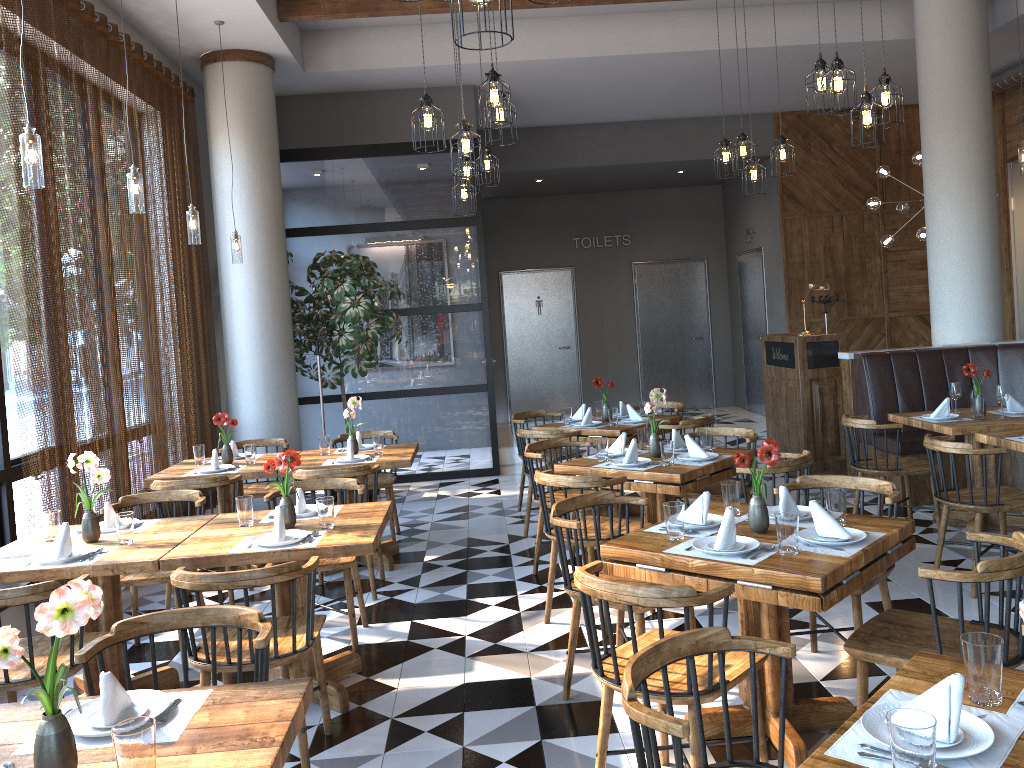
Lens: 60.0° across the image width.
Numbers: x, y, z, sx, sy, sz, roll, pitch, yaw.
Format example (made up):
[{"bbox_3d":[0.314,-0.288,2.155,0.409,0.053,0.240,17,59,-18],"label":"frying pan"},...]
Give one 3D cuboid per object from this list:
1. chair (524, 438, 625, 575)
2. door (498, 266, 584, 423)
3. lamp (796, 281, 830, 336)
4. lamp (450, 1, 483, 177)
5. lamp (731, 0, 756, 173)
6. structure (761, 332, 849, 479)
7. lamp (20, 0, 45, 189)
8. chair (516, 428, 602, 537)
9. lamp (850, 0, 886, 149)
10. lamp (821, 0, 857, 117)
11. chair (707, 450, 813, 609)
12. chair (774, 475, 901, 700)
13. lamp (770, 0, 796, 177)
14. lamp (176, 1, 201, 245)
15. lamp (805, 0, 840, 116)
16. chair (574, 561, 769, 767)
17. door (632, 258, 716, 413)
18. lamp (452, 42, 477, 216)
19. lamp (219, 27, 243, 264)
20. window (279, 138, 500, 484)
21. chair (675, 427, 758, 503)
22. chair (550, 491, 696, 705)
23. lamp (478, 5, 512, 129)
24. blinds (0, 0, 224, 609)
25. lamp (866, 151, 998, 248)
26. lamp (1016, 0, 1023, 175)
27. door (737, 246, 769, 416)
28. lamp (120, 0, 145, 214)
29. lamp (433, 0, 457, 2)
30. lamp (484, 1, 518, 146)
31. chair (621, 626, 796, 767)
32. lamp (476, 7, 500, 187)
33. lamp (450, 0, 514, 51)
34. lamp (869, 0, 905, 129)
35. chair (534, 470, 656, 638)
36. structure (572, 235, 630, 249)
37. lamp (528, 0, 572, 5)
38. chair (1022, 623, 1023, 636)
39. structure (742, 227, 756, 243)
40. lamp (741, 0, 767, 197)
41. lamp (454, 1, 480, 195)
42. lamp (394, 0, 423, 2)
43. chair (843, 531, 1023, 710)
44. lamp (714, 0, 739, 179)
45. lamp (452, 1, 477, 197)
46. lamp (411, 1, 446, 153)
[{"bbox_3d":[0.389,0.782,5.619,0.549,0.816,0.520,-2,3,43],"label":"chair"},{"bbox_3d":[0.467,-0.619,13.947,1.207,2.391,0.114,-4,2,-2],"label":"door"},{"bbox_3d":[2.752,-0.557,8.090,0.446,0.755,0.170,-5,2,-27],"label":"lamp"},{"bbox_3d":[-0.322,-2.220,4.992,0.175,2.068,0.175,-4,2,-8],"label":"lamp"},{"bbox_3d":[1.809,-2.752,7.130,0.175,2.068,0.175,-2,2,41],"label":"lamp"},{"bbox_3d":[2.850,0.170,8.388,0.645,1.298,1.047,-4,3,-2],"label":"structure"},{"bbox_3d":[-2.077,-1.806,3.698,0.078,1.961,0.078,-4,2,5],"label":"lamp"},{"bbox_3d":[0.346,0.714,6.598,0.519,0.816,0.551,-2,3,43],"label":"chair"},{"bbox_3d":[1.944,-2.374,4.972,0.175,2.068,0.175,-5,2,-19],"label":"lamp"},{"bbox_3d":[1.742,-2.527,4.866,0.175,2.068,0.175,-5,2,-30],"label":"lamp"},{"bbox_3d":[1.338,0.780,4.747,0.549,0.816,0.520,-2,3,43],"label":"chair"},{"bbox_3d":[1.380,0.845,3.800,0.519,0.816,0.551,-2,3,43],"label":"chair"},{"bbox_3d":[2.030,-2.645,6.822,0.175,2.068,0.175,-4,2,8],"label":"lamp"},{"bbox_3d":[-2.168,-1.904,5.842,0.078,1.961,0.078,-4,2,-16],"label":"lamp"},{"bbox_3d":[1.723,-2.598,5.072,0.175,2.068,0.175,-5,2,-19],"label":"lamp"},{"bbox_3d":[0.511,0.974,2.852,0.519,0.816,0.551,-2,3,43],"label":"chair"},{"bbox_3d":[2.574,-0.769,14.037,1.207,2.391,0.114,-4,2,-2],"label":"door"},{"bbox_3d":[-0.430,-2.347,6.847,0.175,2.068,0.175,-4,2,10],"label":"lamp"},{"bbox_3d":[-2.210,-1.919,6.894,0.078,1.961,0.078,-3,2,30],"label":"lamp"},{"bbox_3d":[-1.600,-0.770,10.283,2.728,3.544,2.189,-4,2,-2],"label":"window"},{"bbox_3d":[1.298,0.717,5.658,0.519,0.816,0.551,-2,3,43],"label":"chair"},{"bbox_3d":[0.471,0.910,3.762,0.549,0.816,0.520,-2,3,43],"label":"chair"},{"bbox_3d":[-0.157,-2.452,4.839,0.175,2.068,0.175,-4,2,-8],"label":"lamp"},{"bbox_3d":[-2.525,-0.521,4.119,0.160,3.575,7.279,-4,4,-2],"label":"blinds"},{"bbox_3d":[4.538,-2.371,9.612,1.163,2.189,1.185,-6,3,-41],"label":"lamp"},{"bbox_3d":[3.973,-2.627,6.946,0.078,1.961,0.078,-3,2,30],"label":"lamp"},{"bbox_3d":[3.512,-0.751,12.892,0.114,2.391,1.208,-4,2,-2],"label":"door"},{"bbox_3d":[-2.130,-1.920,4.853,0.078,1.961,0.078,-4,2,-13],"label":"lamp"},{"bbox_3d":[-0.275,-2.299,2.836,0.175,2.068,0.175,-3,2,17],"label":"lamp"},{"bbox_3d":[-0.128,-2.412,5.048,0.175,2.068,0.175,-5,2,-19],"label":"lamp"},{"bbox_3d":[0.551,1.035,1.965,0.549,0.816,0.520,-2,3,43],"label":"chair"},{"bbox_3d":[-0.252,-2.599,6.966,0.175,2.068,0.175,-4,2,10],"label":"lamp"},{"bbox_3d":[-0.156,-2.061,2.636,0.175,2.068,0.175,-3,2,17],"label":"lamp"},{"bbox_3d":[2.106,-2.526,5.108,0.175,2.068,0.175,-3,2,38],"label":"lamp"},{"bbox_3d":[0.429,0.845,4.709,0.519,0.816,0.551,-2,3,43],"label":"chair"},{"bbox_3d":[1.407,-2.241,13.955,0.916,0.166,0.035,-4,2,-2],"label":"structure"},{"bbox_3d":[0.056,-2.208,2.645,0.175,2.068,0.175,-4,2,-17],"label":"lamp"},{"bbox_3d":[1.460,0.970,2.003,0.519,0.816,0.551,-2,3,43],"label":"chair"},{"bbox_3d":[3.435,-2.148,12.807,0.025,0.196,0.566,-4,4,-2],"label":"structure"},{"bbox_3d":[1.833,-2.506,6.905,0.175,2.068,0.175,-2,2,41],"label":"lamp"},{"bbox_3d":[-0.400,-2.464,6.625,0.175,2.068,0.175,-5,2,-23],"label":"lamp"},{"bbox_3d":[-0.381,-2.222,2.660,0.175,2.068,0.175,-4,2,6],"label":"lamp"},{"bbox_3d":[1.420,0.909,2.890,0.549,0.816,0.520,-2,3,43],"label":"chair"},{"bbox_3d":[1.640,-2.676,7.016,0.175,2.068,0.175,-3,2,30],"label":"lamp"},{"bbox_3d":[-0.436,-2.537,7.057,0.175,2.068,0.175,-4,2,-1],"label":"lamp"},{"bbox_3d":[-0.526,-2.330,4.884,0.175,2.068,0.175,-5,2,-41],"label":"lamp"}]
